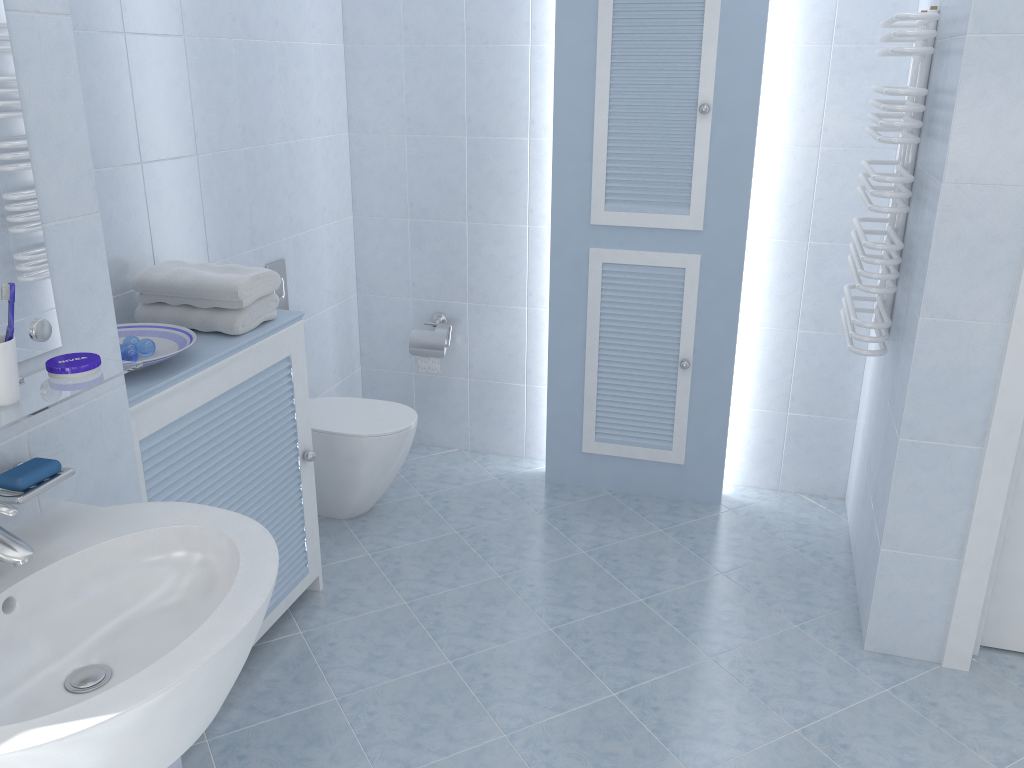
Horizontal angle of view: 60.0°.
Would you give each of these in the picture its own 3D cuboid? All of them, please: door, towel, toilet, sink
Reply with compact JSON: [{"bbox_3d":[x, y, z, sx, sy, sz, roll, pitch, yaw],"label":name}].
[{"bbox_3d":[1.755,-0.140,2.137,0.823,2.011,0.098,6,20,15],"label":"door"},{"bbox_3d":[-0.817,-0.273,2.394,0.324,0.086,0.227,6,20,15],"label":"towel"},{"bbox_3d":[-0.832,-0.207,2.419,0.324,0.083,0.226,6,20,15],"label":"towel"},{"bbox_3d":[-0.603,0.292,3.330,0.519,0.388,0.337,6,20,15],"label":"toilet"},{"bbox_3d":[-0.638,0.413,1.340,0.533,0.489,0.634,6,20,15],"label":"sink"}]

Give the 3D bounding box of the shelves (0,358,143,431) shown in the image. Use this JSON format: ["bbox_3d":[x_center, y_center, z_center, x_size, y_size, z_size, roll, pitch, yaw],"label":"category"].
[{"bbox_3d":[-0.802,0.071,1.269,0.170,0.045,0.620,6,20,15],"label":"shelves"}]

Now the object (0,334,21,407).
[{"bbox_3d":[-0.762,-0.018,1.317,0.058,0.100,0.058,9,21,22],"label":"object"}]

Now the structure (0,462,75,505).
[{"bbox_3d":[-0.800,0.163,1.463,0.092,0.034,0.124,6,20,15],"label":"structure"}]

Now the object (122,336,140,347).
[{"bbox_3d":[-0.915,-0.095,2.133,0.042,0.042,0.042,13,23,31],"label":"object"}]

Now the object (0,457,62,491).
[{"bbox_3d":[-0.791,0.147,1.453,0.060,0.027,0.090,7,21,18],"label":"object"}]

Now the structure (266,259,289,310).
[{"bbox_3d":[-0.841,-0.339,3.180,0.010,0.200,0.120,6,20,15],"label":"structure"}]

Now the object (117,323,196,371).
[{"bbox_3d":[-0.922,-0.071,2.086,0.344,0.054,0.344,-3,20,-9],"label":"object"}]

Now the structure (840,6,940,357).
[{"bbox_3d":[1.096,-0.586,2.578,0.138,0.950,0.524,6,20,15],"label":"structure"}]

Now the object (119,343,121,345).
[{"bbox_3d":[-0.948,-0.083,2.106,0.042,0.042,0.042,13,23,31],"label":"object"}]

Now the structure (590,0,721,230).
[{"bbox_3d":[0.475,-0.937,3.011,0.400,0.813,0.041,6,20,15],"label":"structure"}]

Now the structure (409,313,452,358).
[{"bbox_3d":[-0.331,-0.204,3.682,0.170,0.151,0.154,6,20,15],"label":"structure"}]

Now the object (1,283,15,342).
[{"bbox_3d":[-0.751,-0.060,1.314,0.012,0.175,0.054,17,26,39],"label":"object"}]

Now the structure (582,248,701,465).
[{"bbox_3d":[0.469,-0.090,3.314,0.400,0.813,0.041,6,20,15],"label":"structure"}]

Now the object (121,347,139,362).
[{"bbox_3d":[-0.888,-0.065,2.055,0.042,0.042,0.042,13,23,31],"label":"object"}]

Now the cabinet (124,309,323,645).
[{"bbox_3d":[-0.875,0.339,2.387,0.389,0.921,0.819,6,20,15],"label":"cabinet"}]

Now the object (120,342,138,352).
[{"bbox_3d":[-0.906,-0.078,2.093,0.042,0.042,0.042,13,23,31],"label":"object"}]

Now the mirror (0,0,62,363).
[{"bbox_3d":[-0.876,-0.287,1.164,0.012,0.680,0.620,6,20,15],"label":"mirror"}]

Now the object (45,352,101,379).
[{"bbox_3d":[-0.727,-0.031,1.472,0.083,0.020,0.083,9,21,22],"label":"object"}]

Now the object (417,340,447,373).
[{"bbox_3d":[-0.332,-0.128,3.684,0.098,0.151,0.090,6,20,15],"label":"object"}]

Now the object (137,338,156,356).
[{"bbox_3d":[-0.873,-0.088,2.118,0.042,0.042,0.042,13,23,31],"label":"object"}]
